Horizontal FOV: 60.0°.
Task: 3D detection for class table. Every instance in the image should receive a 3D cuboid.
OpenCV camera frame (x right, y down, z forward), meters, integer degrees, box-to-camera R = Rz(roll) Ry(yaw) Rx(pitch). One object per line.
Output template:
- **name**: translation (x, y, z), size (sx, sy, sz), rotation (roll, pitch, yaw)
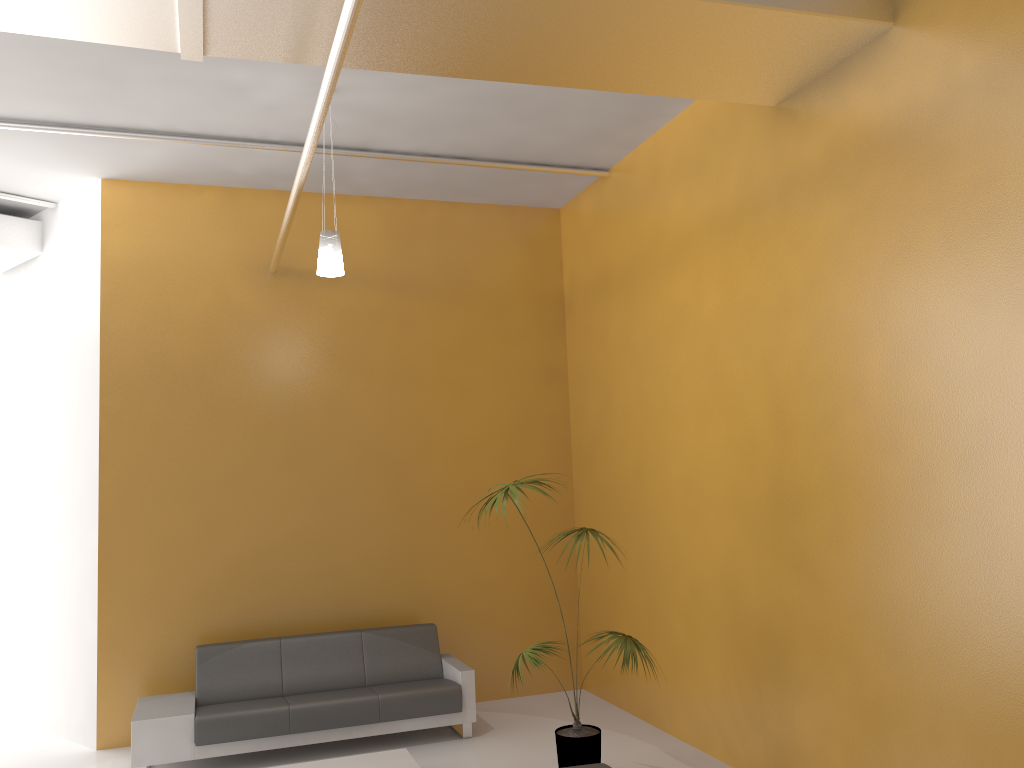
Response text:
- **table**: translation (-1.024, 2.482, 5.357), size (1.000, 0.150, 1.000), rotation (0, -6, -19)

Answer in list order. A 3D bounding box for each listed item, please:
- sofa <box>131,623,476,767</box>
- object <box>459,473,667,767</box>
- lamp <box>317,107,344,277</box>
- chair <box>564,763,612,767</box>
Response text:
- **sofa**: translation (-1.534, 2.336, 6.673), size (2.400, 0.761, 0.860), rotation (0, -6, -19)
- **object**: translation (0.295, 1.530, 5.458), size (1.222, 1.956, 0.912), rotation (-5, -7, 21)
- **lamp**: translation (-1.182, -1.310, 5.719), size (0.174, 1.227, 0.174), rotation (-5, -7, 22)
- **chair**: translation (0.108, 2.189, 4.326), size (1.012, 0.423, 0.575), rotation (0, -6, -19)
